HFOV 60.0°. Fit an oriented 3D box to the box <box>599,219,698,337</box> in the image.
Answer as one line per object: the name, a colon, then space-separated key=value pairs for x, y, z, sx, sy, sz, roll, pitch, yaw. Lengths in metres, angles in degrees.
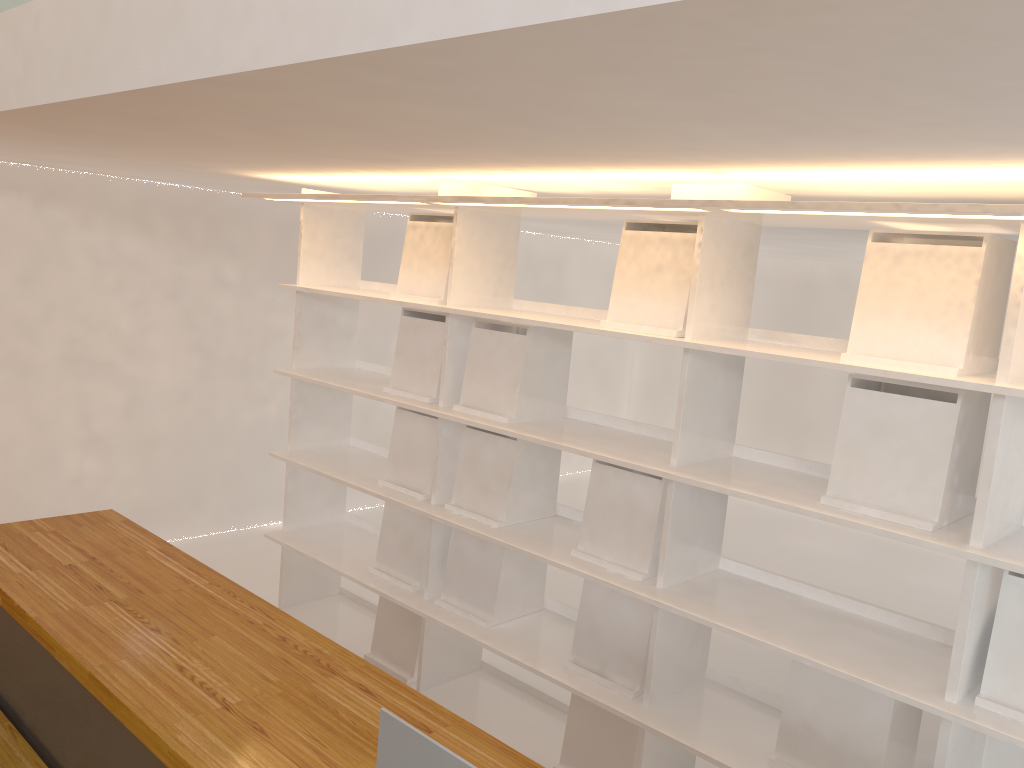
box: x=0.435 y=-0.289 z=2.428 sx=0.245 sy=0.296 sz=0.274 roll=12 pitch=10 yaw=42

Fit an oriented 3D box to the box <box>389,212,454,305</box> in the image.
box: x=-0.229 y=-0.430 z=3.052 sx=0.245 sy=0.296 sz=0.274 roll=12 pitch=10 yaw=42

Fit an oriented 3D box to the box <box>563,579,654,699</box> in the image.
box: x=0.343 y=0.684 z=2.563 sx=0.245 sy=0.296 sz=0.274 roll=12 pitch=10 yaw=42

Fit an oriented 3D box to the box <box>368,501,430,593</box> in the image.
box: x=-0.323 y=0.542 z=3.187 sx=0.245 sy=0.296 sz=0.274 roll=12 pitch=10 yaw=42

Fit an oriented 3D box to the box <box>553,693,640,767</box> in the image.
box: x=0.314 y=1.009 z=2.606 sx=0.245 sy=0.296 sz=0.274 roll=12 pitch=10 yaw=42

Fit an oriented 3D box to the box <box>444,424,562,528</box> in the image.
box: x=-0.026 y=0.274 z=2.893 sx=0.245 sy=0.296 sz=0.274 roll=12 pitch=10 yaw=42

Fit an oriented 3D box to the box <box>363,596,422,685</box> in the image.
box: x=-0.345 y=0.868 z=3.223 sx=0.245 sy=0.296 sz=0.274 roll=12 pitch=10 yaw=42

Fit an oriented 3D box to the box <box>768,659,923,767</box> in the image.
box: x=0.809 y=0.783 z=2.127 sx=0.245 sy=0.296 sz=0.274 roll=12 pitch=10 yaw=42

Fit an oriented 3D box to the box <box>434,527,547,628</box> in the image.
box: x=-0.065 y=0.597 z=2.945 sx=0.245 sy=0.296 sz=0.274 roll=12 pitch=10 yaw=42

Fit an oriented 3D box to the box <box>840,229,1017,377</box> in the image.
box: x=0.926 y=-0.184 z=1.972 sx=0.245 sy=0.296 sz=0.274 roll=12 pitch=10 yaw=42

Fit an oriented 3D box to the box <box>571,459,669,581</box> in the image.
box: x=0.362 y=0.357 z=2.530 sx=0.245 sy=0.296 sz=0.274 roll=12 pitch=10 yaw=42

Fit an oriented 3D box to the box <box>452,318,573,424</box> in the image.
box: x=0.003 y=-0.050 z=2.850 sx=0.245 sy=0.296 sz=0.274 roll=12 pitch=10 yaw=42

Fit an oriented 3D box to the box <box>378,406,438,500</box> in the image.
box: x=-0.280 y=0.220 z=3.131 sx=0.245 sy=0.296 sz=0.274 roll=12 pitch=10 yaw=42

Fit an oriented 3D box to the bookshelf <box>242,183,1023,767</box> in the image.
bookshelf: x=0.151 y=0.339 z=2.634 sx=2.984 sy=1.836 sz=0.498 roll=12 pitch=10 yaw=42

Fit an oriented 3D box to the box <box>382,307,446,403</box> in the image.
box: x=-0.258 y=-0.106 z=3.095 sx=0.245 sy=0.296 sz=0.274 roll=12 pitch=10 yaw=42

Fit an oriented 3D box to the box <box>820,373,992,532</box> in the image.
box: x=0.895 y=0.140 z=2.015 sx=0.245 sy=0.296 sz=0.274 roll=12 pitch=10 yaw=42

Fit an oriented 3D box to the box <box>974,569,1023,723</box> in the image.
box: x=1.137 y=0.522 z=1.805 sx=0.245 sy=0.296 sz=0.274 roll=12 pitch=10 yaw=42
